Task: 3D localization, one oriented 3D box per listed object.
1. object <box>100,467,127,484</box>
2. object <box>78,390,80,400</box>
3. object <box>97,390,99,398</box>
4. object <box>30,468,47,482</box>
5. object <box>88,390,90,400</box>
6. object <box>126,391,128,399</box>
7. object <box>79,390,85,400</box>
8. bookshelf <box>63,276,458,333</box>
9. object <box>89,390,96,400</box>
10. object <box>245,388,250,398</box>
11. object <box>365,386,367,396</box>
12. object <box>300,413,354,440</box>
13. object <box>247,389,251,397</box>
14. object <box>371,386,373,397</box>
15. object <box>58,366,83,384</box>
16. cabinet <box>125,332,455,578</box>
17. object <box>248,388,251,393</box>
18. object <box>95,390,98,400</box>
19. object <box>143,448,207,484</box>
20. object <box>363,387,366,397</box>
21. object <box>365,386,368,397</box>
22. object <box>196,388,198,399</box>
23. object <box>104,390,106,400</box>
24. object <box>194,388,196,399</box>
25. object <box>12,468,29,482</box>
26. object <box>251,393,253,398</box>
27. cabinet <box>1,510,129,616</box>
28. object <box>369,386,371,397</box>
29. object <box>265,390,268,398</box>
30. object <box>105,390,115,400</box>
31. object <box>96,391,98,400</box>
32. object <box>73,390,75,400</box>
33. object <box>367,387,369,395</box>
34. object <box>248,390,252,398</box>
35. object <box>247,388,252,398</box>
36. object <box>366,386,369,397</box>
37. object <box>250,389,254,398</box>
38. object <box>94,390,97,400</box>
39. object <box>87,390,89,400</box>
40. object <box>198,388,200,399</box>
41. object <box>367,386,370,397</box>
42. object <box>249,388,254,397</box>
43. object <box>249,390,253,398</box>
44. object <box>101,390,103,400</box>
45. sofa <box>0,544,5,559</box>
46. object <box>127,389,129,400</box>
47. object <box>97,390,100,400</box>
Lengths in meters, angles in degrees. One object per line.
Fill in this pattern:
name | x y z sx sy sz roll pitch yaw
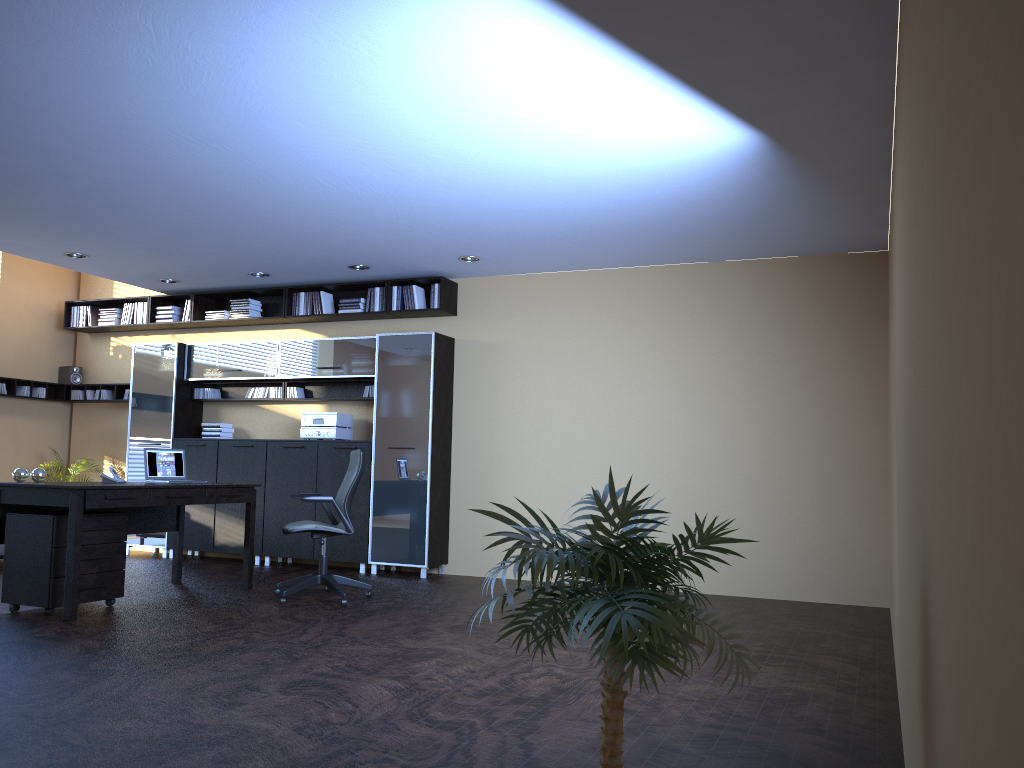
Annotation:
object | -3.058 0.698 6.809 0.146 0.126 0.130 1 -5 7
object | -5.257 0.141 10.866 0.009 0.120 0.142 0 -5 22
object | -4.963 0.137 10.745 0.030 0.120 0.142 0 -5 22
object | -3.479 0.671 6.514 0.105 0.105 0.105 -3 -6 41
object | -5.100 0.139 10.801 0.030 0.120 0.142 0 -5 22
object | -4.532 0.131 10.567 0.030 0.120 0.142 0 -5 22
object | -5.234 0.142 10.857 0.040 0.118 0.142 0 -5 22
bookshelf | -2.999 -0.852 9.949 5.125 0.339 0.362 -1 -5 22
object | -5.086 0.140 10.796 0.040 0.118 0.142 0 -5 22
object | -2.909 0.109 9.892 0.059 0.112 0.142 0 -5 22
object | -1.498 0.087 9.317 0.030 0.120 0.142 0 -5 22
object | -1.944 0.452 9.302 0.430 0.281 0.364 -1 -5 22
object | -2.889 0.110 9.889 0.059 0.112 0.142 0 -5 23
object | -1.428 0.084 9.273 0.009 0.120 0.142 0 -5 22
object | -5.465 -0.098 10.981 0.254 0.229 0.159 -2 -5 32
cabinet | -2.502 0.728 9.547 3.876 2.394 0.491 -1 -5 22
object | -2.896 0.110 9.898 0.059 0.112 0.142 0 -5 23
object | -4.982 0.137 10.753 0.030 0.120 0.142 0 -5 22
object | -2.745 0.669 7.240 0.323 0.282 0.391 -2 -6 32
object | -1.512 0.088 9.323 0.040 0.118 0.142 0 -5 22
object | -1.489 0.087 9.313 0.030 0.120 0.142 0 -5 22
object | -3.564 0.116 10.165 0.009 0.120 0.142 0 -5 23
object | -4.855 0.135 10.701 0.030 0.120 0.142 0 -5 22
object | -3.592 0.116 10.176 0.009 0.120 0.142 0 -5 23
object | -3.567 0.661 6.433 0.105 0.105 0.105 -3 -6 41
object | -2.849 0.110 9.879 0.059 0.112 0.142 0 -5 22
cabinet | -3.180 1.267 6.353 0.500 0.678 0.635 0 -5 22
object | -1.451 0.085 9.295 0.009 0.120 0.142 0 -5 22
object | -2.664 0.103 9.794 0.036 0.115 0.140 0 -5 22
object | -4.841 0.136 10.695 0.040 0.118 0.142 0 -5 22
object | -4.973 0.137 10.749 0.030 0.120 0.142 0 -5 22
object | -5.323 0.142 10.893 0.009 0.120 0.142 0 -5 22
object | -1.474 0.085 9.297 0.026 0.117 0.140 0 -5 22
object | -2.871 0.109 9.878 0.055 0.109 0.140 0 -5 23
object | -2.879 0.109 9.885 0.059 0.112 0.142 0 -5 22
object | -1.479 0.086 9.309 0.030 0.120 0.142 0 -5 22
object | -2.852 0.109 9.872 0.055 0.109 0.140 0 -5 23
object | -4.996 0.138 10.759 0.040 0.118 0.142 0 -5 22
object | -5.109 0.139 10.805 0.030 0.120 0.142 0 -5 22
object | -3.535 0.116 10.155 0.009 0.120 0.142 0 -5 22
object | -1.470 0.086 9.304 0.030 0.120 0.142 0 -5 22
object | -2.860 0.109 9.880 0.059 0.112 0.142 0 -5 22
object | -2.860 0.109 9.878 0.055 0.109 0.140 0 -5 22
object | -4.903 0.136 10.720 0.009 0.120 0.142 0 -5 22
sofa | -5.398 1.313 8.303 1.014 0.847 2.061 -1 -6 22
object | -4.522 0.131 10.563 0.030 0.120 0.142 0 -5 22
object | -4.954 0.137 10.741 0.030 0.120 0.142 0 -5 22
